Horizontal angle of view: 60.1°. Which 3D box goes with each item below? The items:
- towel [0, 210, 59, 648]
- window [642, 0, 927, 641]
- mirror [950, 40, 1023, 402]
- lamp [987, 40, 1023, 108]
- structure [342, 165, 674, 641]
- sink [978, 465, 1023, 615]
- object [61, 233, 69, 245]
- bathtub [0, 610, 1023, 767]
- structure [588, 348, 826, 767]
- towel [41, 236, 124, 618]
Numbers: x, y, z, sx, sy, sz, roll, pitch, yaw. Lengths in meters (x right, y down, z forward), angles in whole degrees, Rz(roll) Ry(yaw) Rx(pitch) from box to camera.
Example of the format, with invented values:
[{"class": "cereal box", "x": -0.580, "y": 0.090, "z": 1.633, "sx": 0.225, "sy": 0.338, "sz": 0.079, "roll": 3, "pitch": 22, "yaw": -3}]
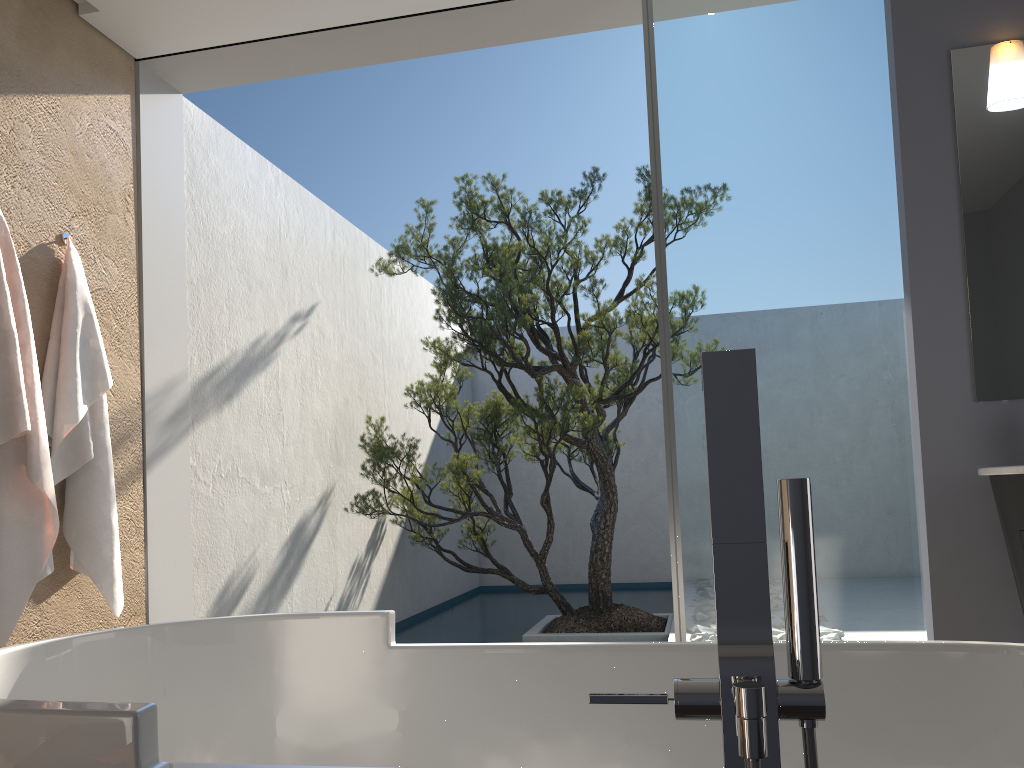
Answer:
[{"class": "towel", "x": -1.732, "y": 0.133, "z": 3.093, "sx": 0.181, "sy": 1.534, "sz": 0.402, "roll": -4, "pitch": -4, "yaw": 19}, {"class": "window", "x": 1.501, "y": -0.196, "z": 3.272, "sx": 1.887, "sy": 2.988, "sz": 0.022, "roll": -3, "pitch": -3, "yaw": 12}, {"class": "mirror", "x": 1.776, "y": -0.580, "z": 3.107, "sx": 0.355, "sy": 1.264, "sz": 0.012, "roll": -3, "pitch": -3, "yaw": 12}, {"class": "lamp", "x": 1.752, "y": -1.095, "z": 3.101, "sx": 0.157, "sy": 0.213, "sz": 0.058, "roll": -3, "pitch": -4, "yaw": 12}, {"class": "structure", "x": 0.251, "y": 0.273, "z": 6.398, "sx": 2.587, "sy": 3.452, "sz": 2.533, "roll": -3, "pitch": -5, "yaw": 5}, {"class": "sink", "x": 1.779, "y": 0.588, "z": 2.639, "sx": 0.646, "sy": 1.244, "sz": 0.650, "roll": -2, "pitch": -4, "yaw": -6}, {"class": "object", "x": -1.756, "y": -0.574, "z": 3.494, "sx": 0.019, "sy": 0.046, "sz": 0.047, "roll": -3, "pitch": -5, "yaw": 12}, {"class": "bathtub", "x": 0.098, "y": 0.764, "z": 1.388, "sx": 2.100, "sy": 0.708, "sz": 0.917, "roll": -4, "pitch": -6, "yaw": 12}, {"class": "structure", "x": 0.263, "y": 0.512, "z": 0.926, "sx": 0.226, "sy": 1.082, "sz": 0.282, "roll": -6, "pitch": -5, "yaw": 44}, {"class": "towel", "x": -1.651, "y": 0.158, "z": 3.431, "sx": 0.174, "sy": 1.501, "sz": 0.418, "roll": -3, "pitch": -4, "yaw": 15}]
